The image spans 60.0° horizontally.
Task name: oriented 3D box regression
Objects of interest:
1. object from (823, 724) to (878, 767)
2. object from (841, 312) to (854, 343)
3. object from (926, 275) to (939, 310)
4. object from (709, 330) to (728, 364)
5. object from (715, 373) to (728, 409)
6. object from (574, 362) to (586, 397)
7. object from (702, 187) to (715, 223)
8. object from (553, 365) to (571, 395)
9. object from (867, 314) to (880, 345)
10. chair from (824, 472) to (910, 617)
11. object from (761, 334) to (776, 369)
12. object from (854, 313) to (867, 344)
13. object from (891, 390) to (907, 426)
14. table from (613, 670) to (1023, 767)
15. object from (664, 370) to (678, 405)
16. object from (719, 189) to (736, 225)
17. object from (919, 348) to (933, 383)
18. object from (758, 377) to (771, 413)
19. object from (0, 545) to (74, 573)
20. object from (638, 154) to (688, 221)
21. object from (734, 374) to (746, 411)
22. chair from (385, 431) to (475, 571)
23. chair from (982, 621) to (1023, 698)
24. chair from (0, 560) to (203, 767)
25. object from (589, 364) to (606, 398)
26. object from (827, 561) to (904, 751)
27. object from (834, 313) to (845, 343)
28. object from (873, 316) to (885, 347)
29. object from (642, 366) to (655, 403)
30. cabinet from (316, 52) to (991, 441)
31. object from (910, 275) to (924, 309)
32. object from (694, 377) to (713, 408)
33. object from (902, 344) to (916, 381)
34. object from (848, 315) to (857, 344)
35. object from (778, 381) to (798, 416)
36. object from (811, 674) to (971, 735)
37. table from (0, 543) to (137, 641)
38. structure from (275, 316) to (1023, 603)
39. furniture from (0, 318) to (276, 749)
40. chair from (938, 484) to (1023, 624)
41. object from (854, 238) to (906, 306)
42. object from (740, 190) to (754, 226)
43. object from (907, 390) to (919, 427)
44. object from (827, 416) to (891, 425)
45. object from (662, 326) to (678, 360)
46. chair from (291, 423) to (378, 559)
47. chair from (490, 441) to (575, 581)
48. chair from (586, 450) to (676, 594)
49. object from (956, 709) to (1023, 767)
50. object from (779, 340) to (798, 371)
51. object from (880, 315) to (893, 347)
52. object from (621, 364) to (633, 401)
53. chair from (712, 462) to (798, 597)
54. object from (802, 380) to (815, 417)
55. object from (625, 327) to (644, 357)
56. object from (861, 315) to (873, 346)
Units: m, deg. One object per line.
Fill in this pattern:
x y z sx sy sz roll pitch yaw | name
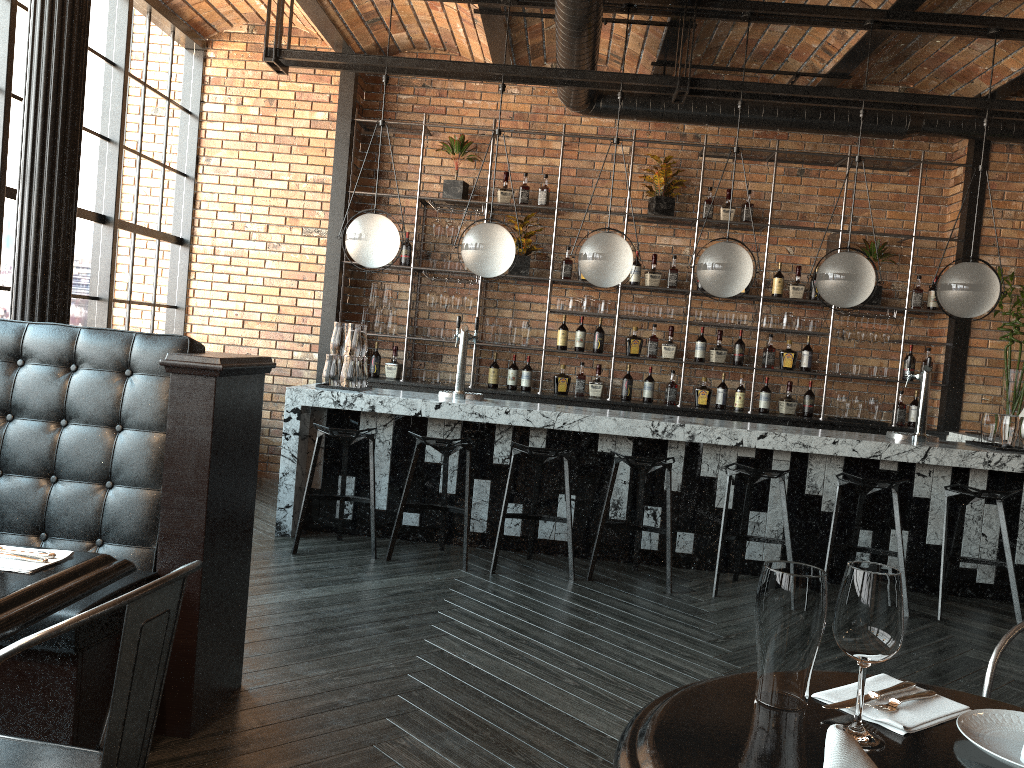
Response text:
0.405 0.441 0.960 0.232 0.139 0.232 3 3 -43 | object
2.682 -0.452 7.096 0.092 0.244 0.092 7 3 42 | object
3.407 -0.729 7.161 0.086 0.298 0.086 3 3 -33 | object
1.688 -0.300 7.238 0.123 0.279 0.123 5 2 -8 | object
1.725 0.057 7.276 0.086 0.298 0.086 3 3 -38 | object
0.569 -0.040 7.327 0.083 0.282 0.083 5 2 3 | object
1.600 -1.459 7.213 0.083 0.282 0.083 5 2 3 | object
0.414 -0.036 7.336 0.151 0.248 0.094 5 2 -8 | object
2.890 -0.433 7.084 0.092 0.244 0.092 7 3 42 | object
1.971 0.860 4.986 0.475 0.737 0.414 5 2 8 | chair
2.098 -0.266 7.228 0.083 0.282 0.083 5 3 -12 | object
2.792 -0.442 7.089 0.092 0.244 0.092 7 3 42 | object
3.141 0.194 7.184 0.083 0.282 0.083 5 3 -12 | object
0.537 0.888 1.157 0.866 0.758 0.866 3 3 -33 | table
1.311 0.027 7.286 0.083 0.282 0.083 5 3 -12 | object
1.754 -1.442 7.205 0.123 0.279 0.123 5 2 7 | object
3.349 -0.152 7.159 0.083 0.282 0.083 6 3 13 | object
2.073 0.088 7.251 0.086 0.298 0.086 3 3 -38 | object
-1.024 0.335 1.754 0.255 0.019 0.157 5 2 4 | object
1.225 -1.616 7.265 0.425 0.526 0.430 5 2 5 | object
1.869 0.071 7.255 0.080 0.299 0.080 5 2 6 | object
-0.420 0.642 5.119 0.475 0.737 0.414 5 2 8 | chair
0.937 0.859 1.498 0.558 0.857 0.504 4 3 -32 | chair
-0.850 0.703 1.446 0.558 0.857 0.504 5 2 8 | chair
0.706 -0.025 7.306 0.123 0.279 0.123 6 3 17 | object
0.495 0.377 1.243 0.092 0.244 0.092 5 2 2 | object
2.692 -0.458 7.260 0.092 0.244 0.092 7 3 42 | object
3.003 -0.430 7.243 0.092 0.244 0.092 7 3 42 | object
1.131 0.002 7.303 0.086 0.298 0.086 3 3 -38 | object
0.159 -0.864 7.281 7.075 3.779 0.564 5 2 3 | cabinet
3.266 -0.732 7.142 0.083 0.282 0.083 6 3 18 | object
1.569 0.069 7.272 0.151 0.248 0.094 6 3 12 | object
3.215 -0.173 7.170 0.086 0.299 0.086 3 3 -38 | object
2.801 -0.448 7.254 0.092 0.244 0.092 7 3 42 | object
2.251 0.116 7.220 0.123 0.279 0.123 5 2 -8 | object
0.580 0.493 1.379 0.255 0.019 0.157 3 3 -36 | object
-1.293 0.711 1.504 0.872 0.758 0.872 5 2 3 | table
1.351 0.409 6.117 5.346 1.430 1.930 5 2 3 | structure
-2.006 0.466 0.432 1.979 1.212 5.451 5 2 3 | furniture
2.552 0.913 4.954 0.475 0.737 0.414 5 2 -2 | chair
2.901 -0.901 7.122 0.374 0.560 0.398 4 3 -25 | object
1.911 -1.430 7.195 0.083 0.282 0.083 5 3 -12 | object
3.267 0.198 7.191 0.086 0.298 0.086 3 3 -38 | object
2.786 0.297 7.154 0.437 0.019 0.273 5 2 3 | object
1.296 -0.336 7.259 0.123 0.279 0.123 6 3 17 | object
-0.988 0.591 5.150 0.475 0.737 0.414 5 2 -7 | chair
0.140 0.693 5.088 0.475 0.737 0.414 5 2 -2 | chair
0.718 0.746 5.056 0.475 0.737 0.414 6 3 13 | chair
0.755 0.459 1.238 0.232 0.139 0.232 4 3 -27 | object
2.249 -0.234 7.220 0.151 0.248 0.094 6 3 12 | object
2.993 -0.423 7.078 0.092 0.244 0.092 7 3 42 | object
0.949 -0.013 7.281 0.086 0.297 0.086 7 3 37 | object
1.355 0.804 5.021 0.475 0.737 0.414 5 2 -2 | chair
2.422 0.119 7.227 0.086 0.299 0.086 3 3 -38 | object
1.004 -0.347 7.289 0.151 0.248 0.094 5 2 -8 | object
2.900 -0.439 7.249 0.092 0.244 0.092 7 3 42 | object
